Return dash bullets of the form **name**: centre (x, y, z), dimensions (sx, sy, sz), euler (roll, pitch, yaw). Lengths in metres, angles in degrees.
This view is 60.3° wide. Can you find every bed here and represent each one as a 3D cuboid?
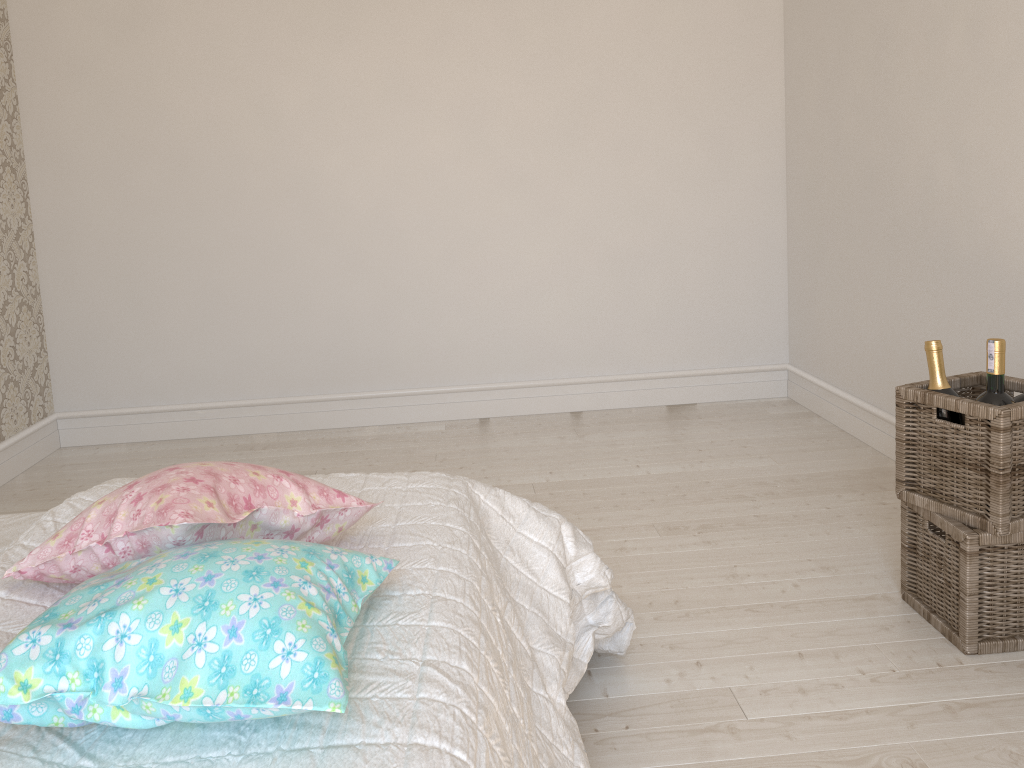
- **bed**: centre (-0.804, 0.522, 1.090), dimensions (2.211, 0.623, 1.983), euler (-4, 12, -3)

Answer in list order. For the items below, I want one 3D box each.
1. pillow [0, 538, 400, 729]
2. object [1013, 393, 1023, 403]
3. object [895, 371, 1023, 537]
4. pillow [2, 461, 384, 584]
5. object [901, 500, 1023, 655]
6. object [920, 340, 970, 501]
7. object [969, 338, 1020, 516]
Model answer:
- **pillow**: centre (-0.333, 0.274, 1.007), dimensions (0.362, 0.166, 0.388), euler (-3, 12, 1)
- **object**: centre (1.126, 0.093, 1.974), dimensions (0.096, 0.328, 0.286), euler (-10, 11, -43)
- **object**: centre (1.068, 0.142, 1.975), dimensions (0.277, 0.267, 0.279), euler (-7, 11, -22)
- **pillow**: centre (-0.443, 0.200, 1.271), dimensions (0.353, 0.199, 0.400), euler (3, 13, 28)
- **object**: centre (1.080, 0.407, 1.995), dimensions (0.276, 0.267, 0.280), euler (-4, 10, -4)
- **object**: centre (0.984, 0.084, 1.989), dimensions (0.095, 0.357, 0.128), euler (-6, 8, -23)
- **object**: centre (1.030, 0.091, 1.883), dimensions (0.095, 0.373, 0.096), euler (-1, 7, 13)
